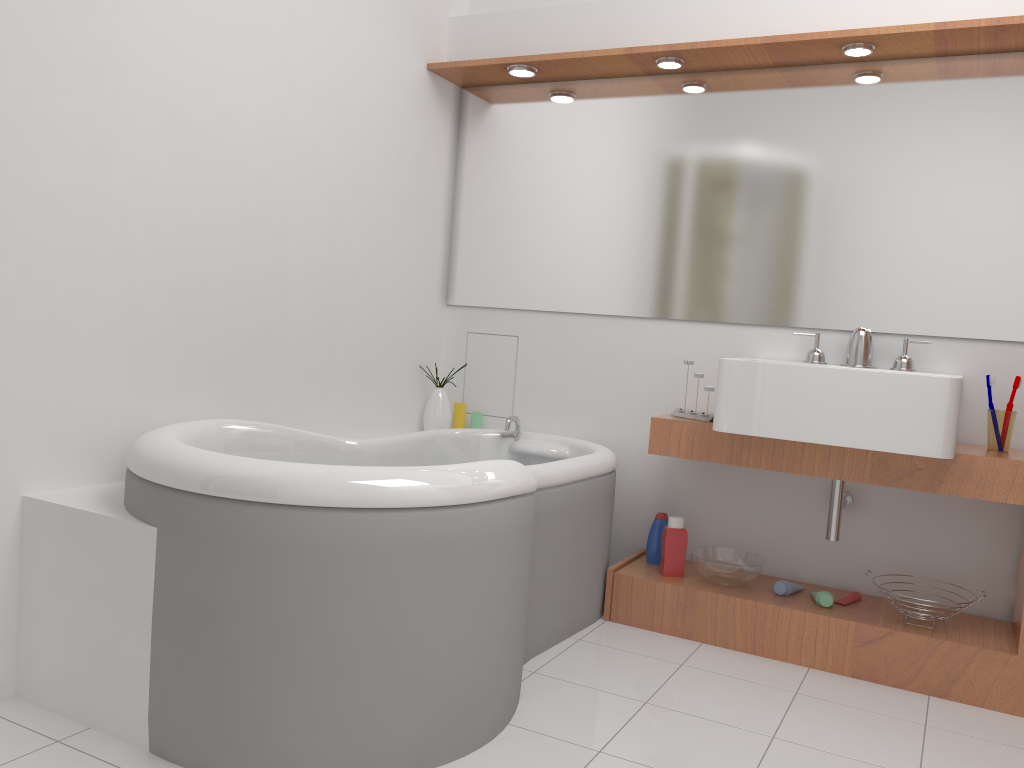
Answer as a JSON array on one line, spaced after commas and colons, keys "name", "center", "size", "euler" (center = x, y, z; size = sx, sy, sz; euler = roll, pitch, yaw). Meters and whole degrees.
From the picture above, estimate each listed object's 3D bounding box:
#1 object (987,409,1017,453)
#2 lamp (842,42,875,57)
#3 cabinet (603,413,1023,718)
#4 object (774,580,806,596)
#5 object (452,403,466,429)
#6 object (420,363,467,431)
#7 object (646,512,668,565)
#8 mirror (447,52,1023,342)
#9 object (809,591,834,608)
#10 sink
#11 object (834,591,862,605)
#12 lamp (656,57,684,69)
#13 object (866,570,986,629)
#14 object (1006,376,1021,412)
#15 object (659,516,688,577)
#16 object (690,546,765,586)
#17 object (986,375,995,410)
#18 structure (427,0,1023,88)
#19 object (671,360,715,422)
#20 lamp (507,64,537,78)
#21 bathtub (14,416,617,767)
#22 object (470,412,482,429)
[{"name": "object", "center": [1.455, 0.144, 2.645], "size": [0.076, 0.130, 0.076], "euler": [3, 4, -20]}, {"name": "lamp", "center": [1.090, -1.052, 2.791], "size": [0.098, 0.018, 0.098], "euler": [1, 5, -42]}, {"name": "cabinet", "center": [1.142, 0.531, 2.782], "size": [1.635, 0.719, 0.355], "euler": [6, 4, 27]}, {"name": "object", "center": [0.922, 0.666, 2.940], "size": [0.059, 0.052, 0.187], "euler": [7, 5, 38]}, {"name": "object", "center": [-0.219, 0.160, 3.643], "size": [0.047, 0.162, 0.047], "euler": [2, 5, -36]}, {"name": "object", "center": [-0.279, 0.075, 3.551], "size": [0.215, 0.326, 0.154], "euler": [2, 4, -32]}, {"name": "object", "center": [0.526, 0.552, 3.158], "size": [0.092, 0.190, 0.044], "euler": [4, 4, -6]}, {"name": "mirror", "center": [0.896, -0.650, 3.085], "size": [2.600, 0.887, 0.022], "euler": [6, 4, 27]}, {"name": "object", "center": [0.999, 0.677, 2.857], "size": [0.059, 0.052, 0.187], "euler": [5, 4, 11]}, {"name": "sink", "center": [1.005, 0.155, 2.742], "size": [0.657, 0.673, 0.552], "euler": [6, 4, 27]}, {"name": "object", "center": [1.087, 0.696, 2.867], "size": [0.133, 0.037, 0.042], "euler": [1, 5, -44]}, {"name": "lamp", "center": [0.546, -1.111, 3.070], "size": [0.098, 0.018, 0.098], "euler": [1, 5, -42]}, {"name": "object", "center": [1.249, 0.664, 2.699], "size": [0.291, 0.126, 0.291], "euler": [3, 4, -15]}, {"name": "object", "center": [1.489, 0.090, 2.655], "size": [0.052, 0.231, 0.016], "euler": [3, 4, -23]}, {"name": "object", "center": [0.551, 0.555, 3.016], "size": [0.079, 0.207, 0.046], "euler": [4, 4, -8]}, {"name": "object", "center": [0.721, 0.622, 2.986], "size": [0.245, 0.090, 0.245], "euler": [4, 4, -1]}, {"name": "object", "center": [1.447, 0.088, 2.658], "size": [0.016, 0.228, 0.070], "euler": [1, 5, -38]}, {"name": "structure", "center": [0.875, -1.205, 2.935], "size": [2.606, 0.240, 0.287], "euler": [6, 4, 27]}, {"name": "object", "center": [0.626, 0.018, 2.991], "size": [0.059, 0.203, 0.182], "euler": [2, 4, -32]}, {"name": "lamp", "center": [0.038, -1.164, 3.296], "size": [0.113, 0.021, 0.113], "euler": [4, 4, -2]}, {"name": "bathtub", "center": [-0.289, 0.461, 2.688], "size": [1.055, 0.674, 1.863], "euler": [6, 4, 27]}, {"name": "object", "center": [-0.149, 0.180, 3.608], "size": [0.038, 0.133, 0.038], "euler": [2, 4, -29]}]
